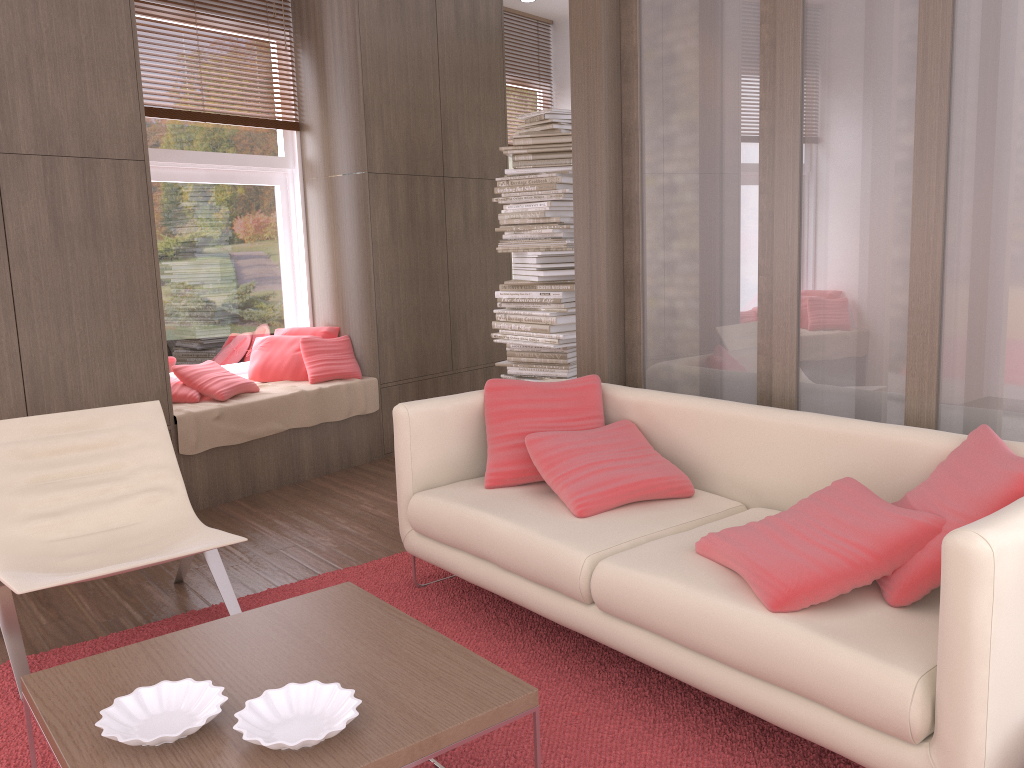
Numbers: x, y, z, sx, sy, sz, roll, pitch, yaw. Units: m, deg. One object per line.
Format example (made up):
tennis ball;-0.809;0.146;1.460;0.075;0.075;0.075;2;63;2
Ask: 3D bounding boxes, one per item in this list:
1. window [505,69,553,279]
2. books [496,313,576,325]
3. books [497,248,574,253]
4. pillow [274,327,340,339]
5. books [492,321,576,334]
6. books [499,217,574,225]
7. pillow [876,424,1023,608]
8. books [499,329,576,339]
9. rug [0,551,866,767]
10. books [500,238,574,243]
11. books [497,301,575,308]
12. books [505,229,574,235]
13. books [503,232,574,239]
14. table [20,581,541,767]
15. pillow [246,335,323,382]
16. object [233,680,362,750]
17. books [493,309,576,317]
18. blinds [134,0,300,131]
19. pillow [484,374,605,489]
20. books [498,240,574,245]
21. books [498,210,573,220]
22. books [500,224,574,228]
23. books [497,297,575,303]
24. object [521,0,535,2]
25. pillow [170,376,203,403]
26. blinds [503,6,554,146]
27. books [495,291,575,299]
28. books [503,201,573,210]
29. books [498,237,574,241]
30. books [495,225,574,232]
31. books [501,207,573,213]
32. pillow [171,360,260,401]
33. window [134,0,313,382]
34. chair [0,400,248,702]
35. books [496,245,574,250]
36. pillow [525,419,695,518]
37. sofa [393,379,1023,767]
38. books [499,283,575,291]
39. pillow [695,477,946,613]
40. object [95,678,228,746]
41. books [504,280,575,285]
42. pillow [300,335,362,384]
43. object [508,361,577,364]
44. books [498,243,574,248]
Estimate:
window;-0.106;-1.491;7.493;0.160;2.229;1.407;5;11;38
books;0.236;-0.400;5.234;0.421;0.046;0.542;-9;11;-38
books;0.184;-0.779;5.153;0.469;0.015;0.267;2;10;26
pillow;-1.350;-0.197;5.740;0.484;0.334;0.193;-2;9;2
books;0.202;-0.353;5.243;0.410;0.046;0.522;-9;11;-38
books;0.164;-0.949;5.160;0.379;0.028;0.297;2;10;26
pillow;1.113;0.327;2.298;0.379;0.377;0.498;0;9;12
books;0.265;-0.310;5.198;0.423;0.025;0.566;-9;11;-38
rug;-0.453;1.034;2.080;3.344;0.016;2.938;-9;11;-38
books;0.182;-0.836;5.166;0.412;0.011;0.308;2;10;26
books;0.211;-0.477;5.228;0.469;0.028;0.368;5;11;36
books;0.194;-0.886;5.153;0.287;0.020;0.388;-10;12;-43
books;0.181;-0.866;5.183;0.379;0.028;0.297;2;10;26
table;-0.533;0.852;2.006;0.850;0.378;0.850;-9;11;-38
pillow;-1.443;-0.162;5.592;0.485;0.279;0.270;-2;9;-2
object;-0.426;0.672;1.768;0.249;0.043;0.251;-6;10;-26
books;0.204;-0.433;5.228;0.399;0.020;0.510;-9;11;-38
blinds;-1.820;-2.099;5.114;0.042;1.138;1.373;5;11;38
pillow;0.129;0.179;3.453;0.498;0.377;0.379;-3;9;-3
books;0.186;-0.822;5.156;0.446;0.012;0.291;2;10;26
books;0.157;-0.982;5.167;0.297;0.039;0.379;-10;12;-43
books;0.152;-0.920;5.163;0.368;0.009;0.262;2;10;26
books;0.194;-0.500;5.193;0.442;0.025;0.346;5;11;36
object;0.127;-3.033;7.001;0.119;0.010;0.119;-4;9;-13
pillow;-1.913;0.019;4.999;0.373;0.150;0.397;-3;9;-4
blinds;-0.070;-2.501;7.277;0.042;1.138;1.373;5;11;38
books;0.197;-0.535;5.211;0.469;0.038;0.364;5;11;36
books;0.187;-1.030;5.125;0.297;0.028;0.379;-10;12;-43
books;0.166;-0.848;5.184;0.395;0.007;0.308;2;10;26
books;0.174;-0.905;5.152;0.467;0.020;0.283;2;10;26
books;0.176;-1.009;5.150;0.287;0.020;0.388;-10;12;-43
pillow;-1.691;-0.025;5.064;0.354;0.200;0.403;1;9;16
window;-1.863;-1.090;5.334;0.160;2.229;1.407;5;11;38
chair;-1.430;0.526;3.120;0.739;0.767;0.860;-9;11;-38
books;0.169;-0.797;5.177;0.444;0.015;0.279;2;10;26
pillow;0.340;0.295;3.203;0.507;0.224;0.467;-6;10;-25
sofa;0.568;0.497;2.845;0.919;0.751;2.204;-9;11;-38
books;0.234;-0.573;5.190;0.518;0.038;0.341;5;11;36
pillow;0.799;0.412;2.358;0.467;0.224;0.507;-4;9;-11
object;-0.707;0.677;1.799;0.249;0.043;0.251;2;10;22
books;0.213;-0.606;5.213;0.450;0.022;0.364;0;9;12
pillow;-1.141;-0.157;5.568;0.357;0.278;0.264;-7;10;-30
object;0.215;-0.143;5.219;0.413;0.008;0.243;4;10;31
books;0.176;-0.811;5.171;0.432;0.013;0.288;2;10;26
